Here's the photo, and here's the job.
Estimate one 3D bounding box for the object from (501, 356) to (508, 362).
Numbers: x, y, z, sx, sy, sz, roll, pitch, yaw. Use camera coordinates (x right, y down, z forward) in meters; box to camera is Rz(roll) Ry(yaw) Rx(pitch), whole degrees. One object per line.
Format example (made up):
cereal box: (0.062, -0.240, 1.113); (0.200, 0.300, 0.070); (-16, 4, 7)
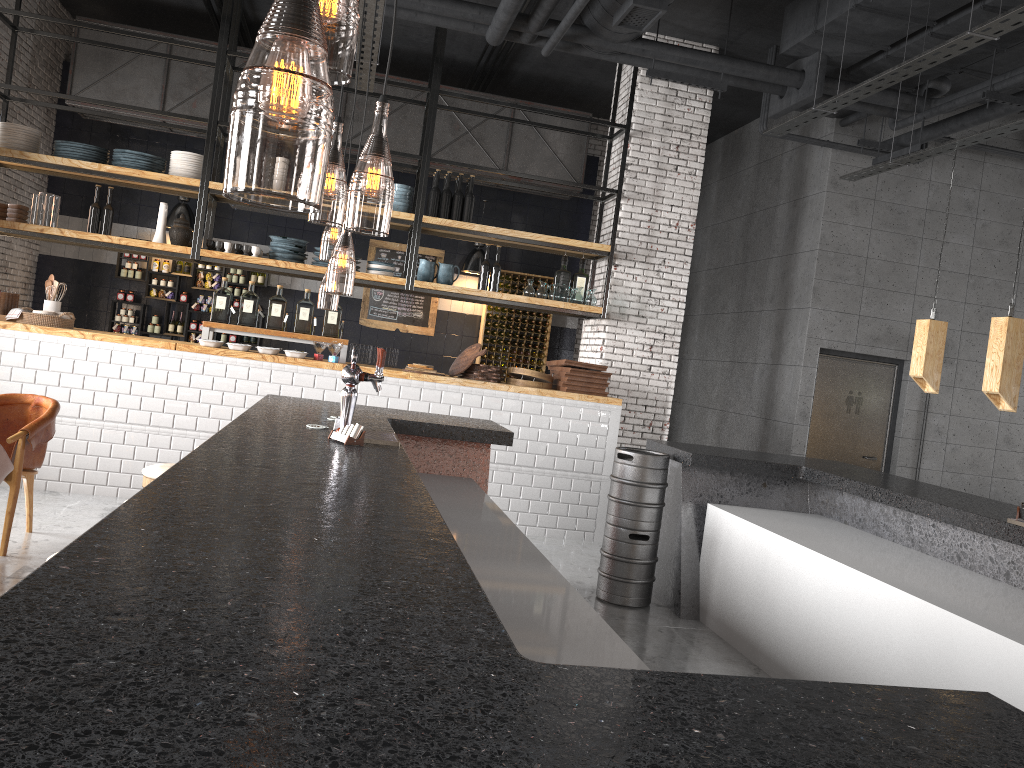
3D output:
object: (-0.085, -0.327, 11.543); (0.079, 0.079, 0.281); (7, 1, -11)

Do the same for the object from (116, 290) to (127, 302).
object: (-4.741, -1.076, 10.767); (0.100, 0.139, 0.088); (7, 1, -10)

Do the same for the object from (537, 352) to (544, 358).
object: (0.384, -0.375, 11.655); (0.079, 0.079, 0.281); (7, 1, -11)

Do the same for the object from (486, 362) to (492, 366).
object: (-0.291, -0.248, 11.550); (0.079, 0.079, 0.281); (7, 1, -11)

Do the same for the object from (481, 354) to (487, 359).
object: (-0.364, -0.363, 11.503); (0.079, 0.079, 0.281); (7, 1, -11)

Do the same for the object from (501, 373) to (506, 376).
object: (-0.120, -0.121, 11.582); (0.079, 0.079, 0.281); (7, 1, -11)

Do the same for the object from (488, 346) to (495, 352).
object: (-0.256, -0.455, 11.510); (0.079, 0.079, 0.281); (7, 1, -11)

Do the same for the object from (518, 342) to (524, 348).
object: (0.118, -0.515, 11.621); (0.079, 0.079, 0.284); (7, 1, -11)

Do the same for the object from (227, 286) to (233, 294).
object: (-3.493, -1.156, 10.981); (0.076, 0.111, 0.076); (8, 1, 14)

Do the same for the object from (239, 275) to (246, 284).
object: (-3.345, -1.295, 11.007); (0.076, 0.111, 0.076); (7, 1, -16)

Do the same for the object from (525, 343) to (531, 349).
object: (0.213, -0.502, 11.619); (0.079, 0.079, 0.284); (7, 1, -11)

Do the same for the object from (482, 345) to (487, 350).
object: (-0.355, -0.468, 11.526); (0.079, 0.079, 0.281); (7, 1, -11)

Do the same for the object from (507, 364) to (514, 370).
object: (-0.011, -0.213, 11.584); (0.079, 0.079, 0.281); (7, 1, -11)

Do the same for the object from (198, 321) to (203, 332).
object: (-3.818, -0.711, 10.956); (0.100, 0.139, 0.088); (7, 1, -10)

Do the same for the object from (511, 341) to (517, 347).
object: (0.030, -0.525, 11.583); (0.079, 0.079, 0.284); (7, 1, -11)

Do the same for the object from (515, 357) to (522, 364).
object: (0.094, -0.305, 11.602); (0.079, 0.079, 0.281); (7, 1, -11)

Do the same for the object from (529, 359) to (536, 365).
object: (0.275, -0.283, 11.653); (0.079, 0.079, 0.281); (7, 1, -11)

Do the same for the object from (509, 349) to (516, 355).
object: (0.016, -0.421, 11.583); (0.079, 0.079, 0.281); (7, 1, -11)

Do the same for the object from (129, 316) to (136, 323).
object: (-4.611, -0.782, 10.777); (0.071, 0.083, 0.071); (8, 1, 14)

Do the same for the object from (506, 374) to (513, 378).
object: (-0.020, -0.107, 11.562); (0.079, 0.079, 0.281); (7, 1, -11)

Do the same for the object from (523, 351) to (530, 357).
object: (0.200, -0.398, 11.619); (0.079, 0.079, 0.281); (7, 1, -11)

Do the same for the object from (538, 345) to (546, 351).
object: (0.401, -0.478, 11.637); (0.079, 0.079, 0.284); (7, 1, -11)

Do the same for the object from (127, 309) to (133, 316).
object: (-4.639, -0.869, 10.768); (0.071, 0.083, 0.070); (8, 1, 29)

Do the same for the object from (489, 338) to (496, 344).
object: (-0.246, -0.560, 11.529); (0.079, 0.079, 0.284); (7, 1, -11)

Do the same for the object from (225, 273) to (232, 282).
object: (-3.506, -1.316, 10.974); (0.076, 0.111, 0.076); (7, 1, -1)

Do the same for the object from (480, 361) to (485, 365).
object: (-0.379, -0.259, 11.512); (0.079, 0.079, 0.281); (7, 1, -11)

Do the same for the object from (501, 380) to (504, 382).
object: (-0.131, -0.016, 11.567); (0.079, 0.079, 0.281); (7, 1, -11)

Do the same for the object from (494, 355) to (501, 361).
object: (-0.184, -0.341, 11.563); (0.079, 0.079, 0.281); (7, 1, -11)

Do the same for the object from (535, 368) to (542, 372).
object: (0.356, -0.166, 11.656); (0.079, 0.079, 0.281); (7, 1, -11)

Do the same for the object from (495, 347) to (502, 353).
object: (-0.168, -0.444, 11.547); (0.079, 0.079, 0.281); (7, 1, -11)

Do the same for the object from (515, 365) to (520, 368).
object: (0.078, -0.202, 11.617); (0.079, 0.079, 0.281); (7, 1, -11)

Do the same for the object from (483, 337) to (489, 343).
object: (-0.334, -0.571, 11.489); (0.079, 0.079, 0.284); (7, 1, -11)

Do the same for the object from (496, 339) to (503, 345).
object: (-0.153, -0.548, 11.538); (0.079, 0.079, 0.284); (7, 1, -11)

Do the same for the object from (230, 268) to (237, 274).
object: (-3.451, -1.421, 10.982); (0.076, 0.111, 0.076); (7, 1, -36)

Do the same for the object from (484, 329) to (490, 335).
object: (-0.324, -0.676, 11.511); (0.079, 0.079, 0.284); (7, 1, -11)

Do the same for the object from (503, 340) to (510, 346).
object: (-0.062, -0.537, 11.565); (0.079, 0.079, 0.284); (7, 1, -11)

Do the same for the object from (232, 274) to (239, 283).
object: (-3.425, -1.305, 10.990); (0.076, 0.111, 0.076); (8, 1, 9)

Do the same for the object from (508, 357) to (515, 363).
object: (0.004, -0.316, 11.575); (0.079, 0.079, 0.281); (7, 1, -11)

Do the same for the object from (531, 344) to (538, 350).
object: (0.302, -0.491, 11.653); (0.079, 0.079, 0.284); (7, 1, -11)

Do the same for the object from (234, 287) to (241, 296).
object: (-3.407, -1.145, 10.998); (0.076, 0.111, 0.076); (7, 1, -36)

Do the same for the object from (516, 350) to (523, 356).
object: (0.105, -0.410, 11.617); (0.079, 0.079, 0.281); (7, 1, -11)

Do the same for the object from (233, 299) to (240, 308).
object: (-3.421, -1.001, 11.021); (0.081, 0.113, 0.071); (7, 1, -12)

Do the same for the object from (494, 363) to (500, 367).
object: (-0.195, -0.236, 11.548); (0.079, 0.079, 0.281); (7, 1, -11)

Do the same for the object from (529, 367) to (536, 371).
object: (0.268, -0.177, 11.619); (0.079, 0.079, 0.281); (7, 1, -11)

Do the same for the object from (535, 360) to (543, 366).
object: (0.367, -0.271, 11.671); (0.079, 0.079, 0.281); (7, 1, -11)

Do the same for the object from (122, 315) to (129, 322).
object: (-4.692, -0.792, 10.762); (0.070, 0.083, 0.071); (7, 1, -21)

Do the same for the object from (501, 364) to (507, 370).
object: (-0.100, -0.223, 11.547); (0.079, 0.079, 0.281); (7, 1, -11)

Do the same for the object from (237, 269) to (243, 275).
object: (-3.372, -1.411, 10.999); (0.076, 0.111, 0.076); (7, 1, -6)

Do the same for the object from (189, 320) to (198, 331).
object: (-3.924, -0.725, 10.935); (0.100, 0.139, 0.088); (7, 1, -10)

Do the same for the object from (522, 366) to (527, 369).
object: (0.170, -0.190, 11.636); (0.079, 0.079, 0.281); (7, 1, -11)

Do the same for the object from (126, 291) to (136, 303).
object: (-4.636, -1.063, 10.788); (0.100, 0.139, 0.088); (7, 1, -10)

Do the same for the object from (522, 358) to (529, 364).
object: (0.183, -0.295, 11.639); (0.079, 0.079, 0.281); (7, 1, -11)

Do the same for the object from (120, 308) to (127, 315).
object: (-4.715, -0.879, 10.759); (0.071, 0.083, 0.071); (8, 1, 14)

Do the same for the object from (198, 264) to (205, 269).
object: (-3.813, -1.499, 10.910); (0.079, 0.156, 0.079); (7, 1, -1)

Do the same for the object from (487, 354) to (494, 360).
object: (-0.269, -0.351, 11.507); (0.079, 0.079, 0.281); (7, 1, -11)

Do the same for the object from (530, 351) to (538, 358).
object: (0.296, -0.385, 11.614); (0.079, 0.079, 0.281); (7, 1, -11)

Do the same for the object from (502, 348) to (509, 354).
object: (-0.080, -0.434, 11.584); (0.079, 0.079, 0.281); (7, 1, -11)

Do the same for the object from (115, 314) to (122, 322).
object: (-4.769, -0.802, 10.747); (0.071, 0.083, 0.071); (7, 1, -1)
